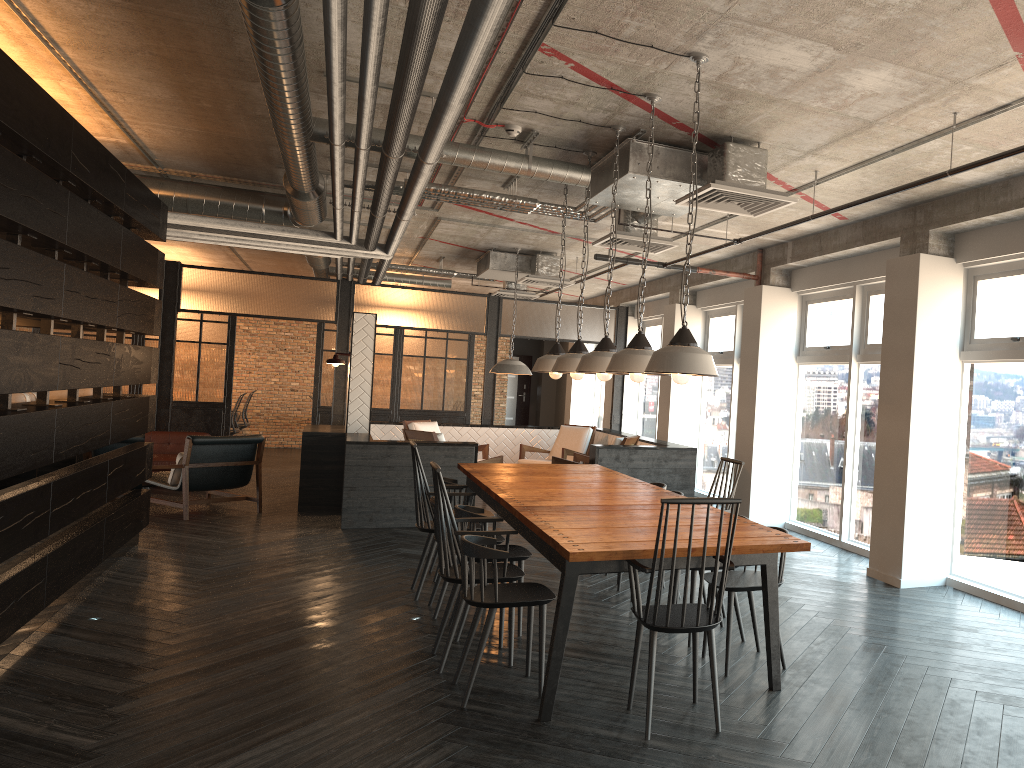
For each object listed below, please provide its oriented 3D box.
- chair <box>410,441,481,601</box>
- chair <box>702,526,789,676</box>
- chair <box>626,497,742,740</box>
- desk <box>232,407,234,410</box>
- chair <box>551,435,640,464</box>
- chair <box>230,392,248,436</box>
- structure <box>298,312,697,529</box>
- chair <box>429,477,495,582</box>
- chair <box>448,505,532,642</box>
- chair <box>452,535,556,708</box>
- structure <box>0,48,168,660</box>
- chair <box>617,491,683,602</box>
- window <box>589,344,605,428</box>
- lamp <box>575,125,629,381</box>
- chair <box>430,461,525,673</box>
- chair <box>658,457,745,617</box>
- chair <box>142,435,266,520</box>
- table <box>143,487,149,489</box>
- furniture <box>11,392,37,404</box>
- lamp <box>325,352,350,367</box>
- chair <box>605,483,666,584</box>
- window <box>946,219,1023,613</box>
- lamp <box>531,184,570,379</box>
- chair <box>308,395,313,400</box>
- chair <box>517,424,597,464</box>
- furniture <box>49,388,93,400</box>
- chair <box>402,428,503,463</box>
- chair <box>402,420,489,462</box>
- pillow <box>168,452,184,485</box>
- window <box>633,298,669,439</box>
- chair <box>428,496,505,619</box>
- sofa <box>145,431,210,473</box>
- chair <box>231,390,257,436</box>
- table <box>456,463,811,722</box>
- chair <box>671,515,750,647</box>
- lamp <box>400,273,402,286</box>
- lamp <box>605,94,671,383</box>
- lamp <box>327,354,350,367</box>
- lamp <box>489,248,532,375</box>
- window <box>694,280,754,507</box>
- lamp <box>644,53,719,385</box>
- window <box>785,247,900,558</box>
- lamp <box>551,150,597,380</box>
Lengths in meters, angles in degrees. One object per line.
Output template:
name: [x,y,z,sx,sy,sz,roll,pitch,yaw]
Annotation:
chair: [-0.459,0.917,5.698,0.550,1.032,0.408,3,0,-20]
chair: [1.278,1.166,4.567,0.500,0.737,0.333,3,0,-20]
chair: [0.753,0.994,3.732,0.504,1.032,0.447,3,0,-14]
desk: [-5.254,0.765,14.038,0.895,0.720,1.474,3,0,-15]
chair: [0.958,1.036,9.779,0.887,0.907,0.765,3,0,15]
chair: [-4.509,0.640,12.789,0.784,1.063,0.616,3,0,-19]
structure: [-0.254,0.362,10.149,4.450,2.115,3.295,3,0,-20]
chair: [-0.372,1.067,6.230,0.500,0.737,0.333,3,0,-20]
chair: [-0.124,1.087,4.908,0.500,0.737,0.333,3,0,-20]
chair: [-0.032,1.097,3.978,0.500,0.737,0.333,3,0,-20]
structure: [-5.534,-0.208,2.996,6.858,2.742,4.876,3,0,-20]
chair: [0.984,1.143,5.964,0.500,0.737,0.333,3,0,-20]
window: [1.860,0.069,15.713,0.273,2.874,2.237,3,0,-12]
lamp: [0.626,-0.883,5.208,0.390,1.737,0.343,3,0,-8]
chair: [-0.189,0.938,4.385,0.550,1.032,0.408,3,0,-20]
chair: [1.232,1.010,5.547,0.550,1.032,0.408,3,0,-20]
chair: [-3.144,0.874,8.350,0.881,0.795,0.858,3,0,36]
table: [-4.297,1.018,8.889,0.808,0.372,0.620,3,0,-24]
furniture: [-3.858,0.622,4.571,2.110,1.260,0.948,3,0,-22]
lamp: [-1.903,-0.272,9.053,0.167,0.171,0.261,3,0,39]
chair: [0.951,1.138,6.440,0.500,0.737,0.333,3,0,-20]
window: [3.896,0.233,5.819,0.273,2.874,2.237,3,0,-12]
lamp: [0.383,-0.903,6.387,0.375,1.737,0.357,3,0,0]
chair: [-2.934,0.723,13.489,0.784,1.063,0.616,3,0,-19]
chair: [0.633,1.011,11.239,0.629,0.907,1.064,3,0,33]
furniture: [-4.099,0.602,5.739,2.112,1.260,0.523,3,0,-23]
chair: [-0.647,0.952,9.090,0.614,0.907,1.085,3,0,42]
chair: [-0.832,0.934,10.494,0.863,0.907,0.783,3,0,20]
pillow: [-2.996,0.829,8.252,0.219,0.334,0.778,3,0,39]
window: [2.369,0.110,13.237,0.273,2.874,2.237,3,0,-12]
chair: [-0.295,1.081,5.311,0.521,0.725,0.333,3,0,-21]
sofa: [-4.474,0.873,9.708,1.819,0.637,0.595,3,0,-23]
chair: [-4.810,0.616,14.253,0.784,1.063,0.616,3,0,-19]
table: [0.467,1.090,5.336,1.326,0.791,3.367,3,0,-13]
chair: [1.192,1.165,5.033,0.521,0.725,0.333,3,0,-21]
lamp: [-2.060,-1.378,14.517,0.332,0.857,3.066,3,0,-12]
lamp: [0.748,-0.873,4.618,0.420,1.737,0.312,3,0,-30]
lamp: [-2.034,-0.283,9.686,0.167,0.171,0.261,3,0,39]
lamp: [0.031,-0.895,10.228,0.551,1.545,0.468,3,0,-12]
window: [2.879,0.151,10.761,0.273,2.874,2.237,3,0,-12]
lamp: [0.869,-0.863,4.027,0.332,1.737,0.401,3,0,23]
window: [3.388,0.192,8.290,0.273,2.874,2.237,3,0,-12]
lamp: [0.505,-0.893,5.797,0.375,1.737,0.357,3,0,0]
